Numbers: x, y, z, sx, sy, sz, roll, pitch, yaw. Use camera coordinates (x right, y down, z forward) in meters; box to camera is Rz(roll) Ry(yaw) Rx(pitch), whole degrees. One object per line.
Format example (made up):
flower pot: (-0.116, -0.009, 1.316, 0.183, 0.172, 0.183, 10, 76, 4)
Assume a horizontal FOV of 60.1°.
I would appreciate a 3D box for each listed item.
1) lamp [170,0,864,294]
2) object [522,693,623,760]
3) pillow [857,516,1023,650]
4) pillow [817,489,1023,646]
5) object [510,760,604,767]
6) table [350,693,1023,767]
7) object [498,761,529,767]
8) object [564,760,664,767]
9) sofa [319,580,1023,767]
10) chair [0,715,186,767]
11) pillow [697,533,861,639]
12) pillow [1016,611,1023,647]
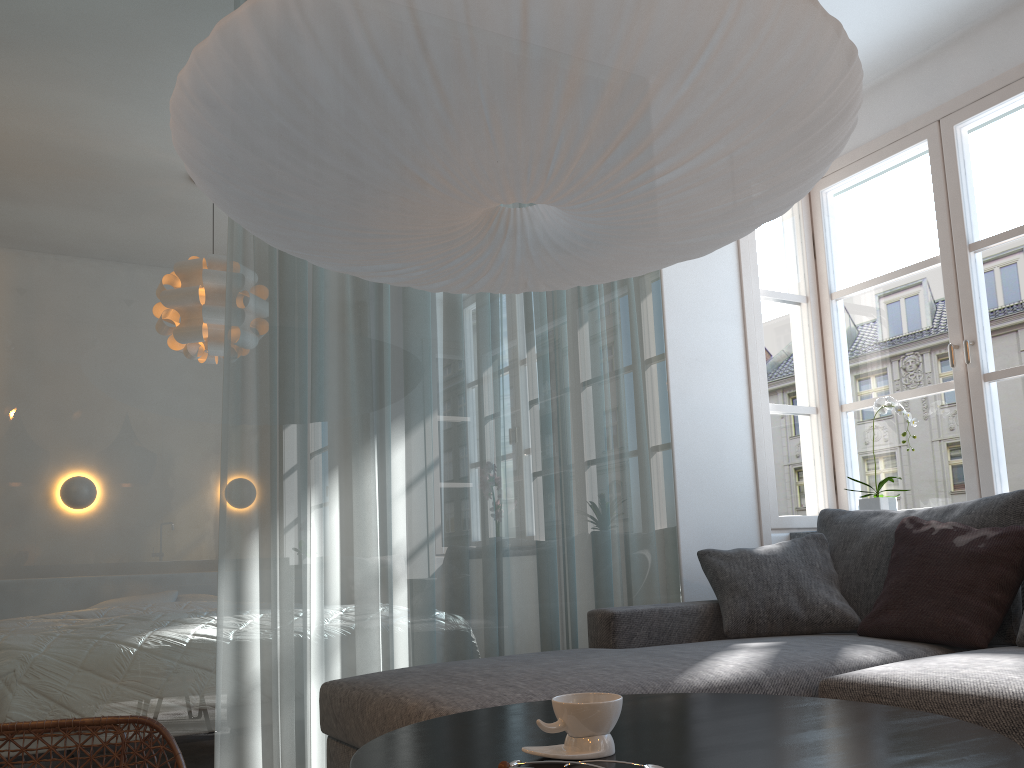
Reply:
lamp: (0.014, -0.431, 1.997, 1.470, 0.207, 1.488, -4, -12, 6)
object: (0.076, 0.438, 1.129, 0.139, 0.068, 0.092, 1, -11, -18)
pillow: (1.334, 0.600, 2.742, 0.311, 0.399, 0.526, 2, -11, -28)
pillow: (1.343, 0.637, 3.042, 0.275, 0.472, 0.845, 2, -12, -29)
object: (0.067, 0.442, 1.017, 0.164, 0.016, 0.025, -11, -13, 35)
table: (0.221, 0.712, 1.165, 0.848, 0.467, 0.856, 3, -12, -27)
object: (0.043, 0.436, 0.982, 0.015, 0.014, 0.169, 6, -14, -42)
object: (0.120, 0.447, 1.038, 0.124, 0.010, 0.026, -8, -13, 26)
sofa: (1.060, 0.705, 1.780, 2.043, 0.664, 3.100, 4, -13, -29)
chair: (-0.980, 0.688, 1.428, 0.685, 0.702, 0.726, -3, -10, 2)
pillow: (0.934, 0.714, 3.147, 0.515, 0.356, 0.350, -4, -10, 9)
pillow: (1.651, 0.483, 2.237, 0.292, 0.393, 0.674, 3, -12, -30)
